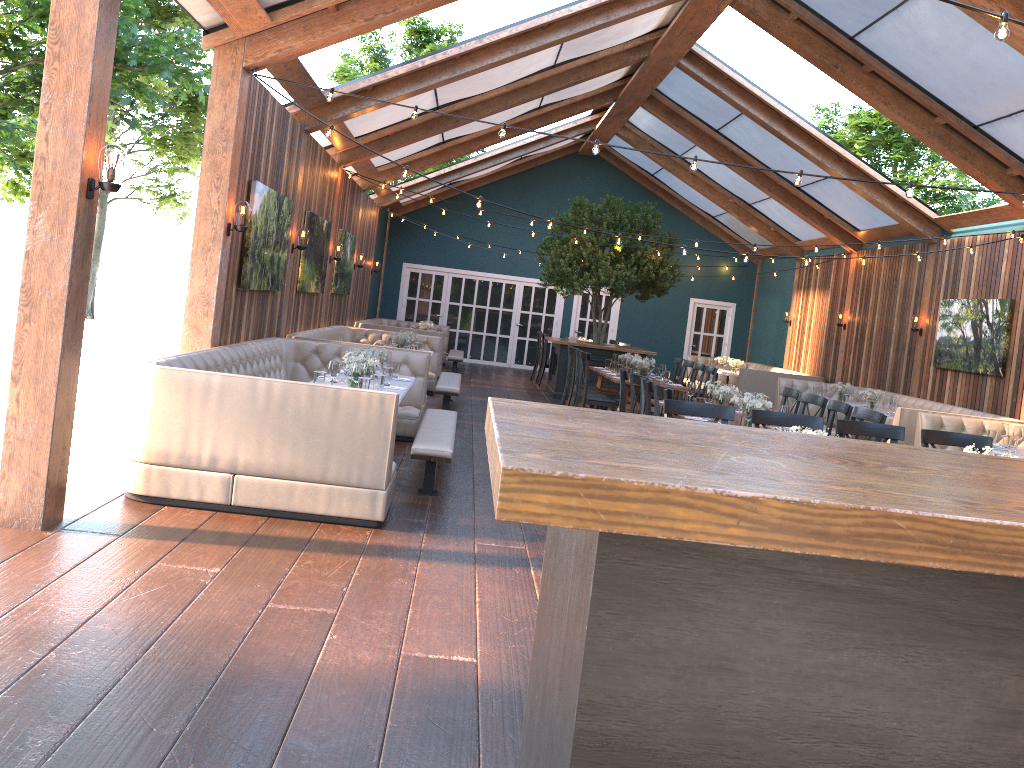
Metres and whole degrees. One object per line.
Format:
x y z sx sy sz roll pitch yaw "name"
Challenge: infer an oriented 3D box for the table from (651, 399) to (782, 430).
1.869 0.680 7.717 0.950 0.728 2.440 7 5 -3 "table"

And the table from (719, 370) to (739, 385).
4.485 0.077 18.478 0.798 0.671 0.801 7 3 -3 "table"

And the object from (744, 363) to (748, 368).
4.696 -0.297 17.767 0.093 0.244 0.092 9 2 45 "object"

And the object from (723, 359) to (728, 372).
4.425 -0.384 18.385 0.093 0.244 0.092 9 2 45 "object"

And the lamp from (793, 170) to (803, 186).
2.091 -1.506 6.471 0.057 0.119 0.056 7 2 -9 "lamp"

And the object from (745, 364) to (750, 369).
4.657 -0.281 17.535 0.093 0.244 0.092 9 2 45 "object"

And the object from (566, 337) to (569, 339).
1.193 -0.894 19.075 0.093 0.244 0.092 8 2 39 "object"

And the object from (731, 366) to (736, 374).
4.377 -0.270 17.521 0.091 0.158 0.092 6 2 -17 "object"

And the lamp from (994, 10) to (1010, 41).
1.978 -1.442 3.563 0.056 0.121 0.056 8 2 23 "lamp"

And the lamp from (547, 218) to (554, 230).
0.374 -1.567 8.657 0.056 0.120 0.057 5 3 -43 "lamp"

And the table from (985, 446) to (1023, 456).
4.952 0.993 8.727 0.798 0.671 0.801 7 3 -4 "table"

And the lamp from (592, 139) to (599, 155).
0.648 -1.827 6.814 0.056 0.120 0.056 6 2 -27 "lamp"

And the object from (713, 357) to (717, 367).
4.396 -0.456 19.157 0.093 0.244 0.092 8 2 39 "object"

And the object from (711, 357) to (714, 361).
4.397 -0.477 19.399 0.093 0.244 0.092 8 2 39 "object"

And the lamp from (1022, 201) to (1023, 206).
3.560 -1.277 6.106 0.056 0.119 0.059 6 2 -24 "lamp"

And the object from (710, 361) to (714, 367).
4.307 -0.417 19.089 0.091 0.158 0.092 6 2 -17 "object"

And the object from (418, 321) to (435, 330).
-1.754 -1.115 17.812 0.338 0.309 0.328 10 4 39 "object"

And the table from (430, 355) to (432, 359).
-1.543 -0.091 12.102 0.798 0.671 0.801 7 3 -3 "table"

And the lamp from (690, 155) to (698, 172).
1.369 -1.657 6.648 0.056 0.121 0.056 7 2 11 "lamp"

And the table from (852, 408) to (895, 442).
4.814 0.722 11.610 0.798 0.671 0.801 7 3 -4 "table"

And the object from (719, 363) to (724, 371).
4.336 -0.346 18.316 0.091 0.158 0.092 6 2 -17 "object"

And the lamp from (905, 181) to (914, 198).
2.829 -1.379 6.284 0.056 0.121 0.056 6 2 -35 "lamp"

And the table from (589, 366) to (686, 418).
1.653 0.256 12.222 0.950 0.728 2.440 7 5 -3 "table"

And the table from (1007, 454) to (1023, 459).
4.991 1.070 7.912 0.798 0.671 0.801 7 3 -3 "table"

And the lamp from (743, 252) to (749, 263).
2.503 -1.354 9.459 0.056 0.120 0.056 7 2 16 "lamp"

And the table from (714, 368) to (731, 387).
4.446 0.000 19.293 0.798 0.671 0.801 7 3 -4 "table"

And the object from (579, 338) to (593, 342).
1.484 -0.784 17.846 0.329 0.309 0.336 8 3 12 "object"

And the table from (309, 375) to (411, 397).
-1.327 0.333 7.589 0.798 0.671 0.801 7 3 -3 "table"

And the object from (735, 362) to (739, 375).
4.467 -0.309 17.589 0.093 0.244 0.092 9 2 45 "object"

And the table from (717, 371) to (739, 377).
4.524 0.153 17.663 0.798 0.671 0.801 7 3 -4 "table"

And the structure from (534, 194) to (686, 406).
1.663 -1.561 15.896 2.716 3.690 2.856 7 3 6 "structure"

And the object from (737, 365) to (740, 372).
4.739 -0.321 18.587 0.091 0.158 0.092 6 2 -17 "object"

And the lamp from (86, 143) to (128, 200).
-2.187 -1.149 4.797 0.178 0.319 0.146 7 2 -3 "lamp"

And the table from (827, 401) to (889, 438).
4.775 0.646 12.425 0.798 0.671 0.801 7 3 -3 "table"

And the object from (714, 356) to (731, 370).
4.514 -0.457 18.965 0.335 0.309 0.331 4 4 -38 "object"

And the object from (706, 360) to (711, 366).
4.323 -0.450 19.485 0.091 0.158 0.092 6 2 -17 "object"

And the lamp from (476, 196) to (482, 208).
-0.310 -1.724 8.373 0.056 0.120 0.056 7 2 -6 "lamp"

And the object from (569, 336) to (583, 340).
1.368 -0.888 18.873 0.329 0.309 0.337 7 3 -5 "object"

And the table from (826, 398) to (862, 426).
4.736 0.569 13.239 0.798 0.671 0.801 7 3 -4 "table"

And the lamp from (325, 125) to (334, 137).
-1.612 -2.234 7.806 0.069 0.117 0.056 7 2 4 "lamp"

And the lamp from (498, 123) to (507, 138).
-0.070 -2.013 7.019 0.075 0.114 0.056 9 3 43 "lamp"

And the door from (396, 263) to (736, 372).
1.301 -1.352 21.527 8.168 2.207 0.174 7 1 -3 "door"

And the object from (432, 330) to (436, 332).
-1.553 -0.989 17.525 0.091 0.158 0.092 6 2 -17 "object"

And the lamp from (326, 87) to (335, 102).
-1.511 -2.404 7.347 0.056 0.118 0.064 6 2 -29 "lamp"

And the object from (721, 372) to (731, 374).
4.313 -0.222 17.679 0.255 0.019 0.158 7 5 -3 "object"

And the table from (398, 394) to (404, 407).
-1.288 0.409 6.774 0.798 0.671 0.801 7 3 -4 "table"

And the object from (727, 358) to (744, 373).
4.568 -0.377 18.135 0.338 0.309 0.328 10 4 39 "object"

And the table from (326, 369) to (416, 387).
-1.366 0.256 8.404 0.798 0.671 0.801 7 3 -4 "table"

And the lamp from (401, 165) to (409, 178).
-0.979 -1.944 8.096 0.057 0.119 0.059 8 2 28 "lamp"

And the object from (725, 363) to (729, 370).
4.701 -0.396 19.387 0.091 0.158 0.092 6 2 -17 "object"

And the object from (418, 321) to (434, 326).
-1.808 -1.194 18.642 0.335 0.309 0.331 4 4 -38 "object"

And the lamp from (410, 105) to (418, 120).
-0.794 -2.206 7.188 0.056 0.114 0.075 7 2 -5 "lamp"

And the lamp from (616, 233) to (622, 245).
1.081 -1.459 8.929 0.056 0.121 0.056 7 2 -4 "lamp"

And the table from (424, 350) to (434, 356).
-1.582 -0.168 12.917 0.798 0.671 0.801 7 3 -4 "table"

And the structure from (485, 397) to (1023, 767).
3.261 1.095 1.803 6.797 1.273 0.859 7 2 -3 "structure"

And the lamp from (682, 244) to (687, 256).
1.796 -1.389 9.188 0.056 0.120 0.056 7 2 2 "lamp"
